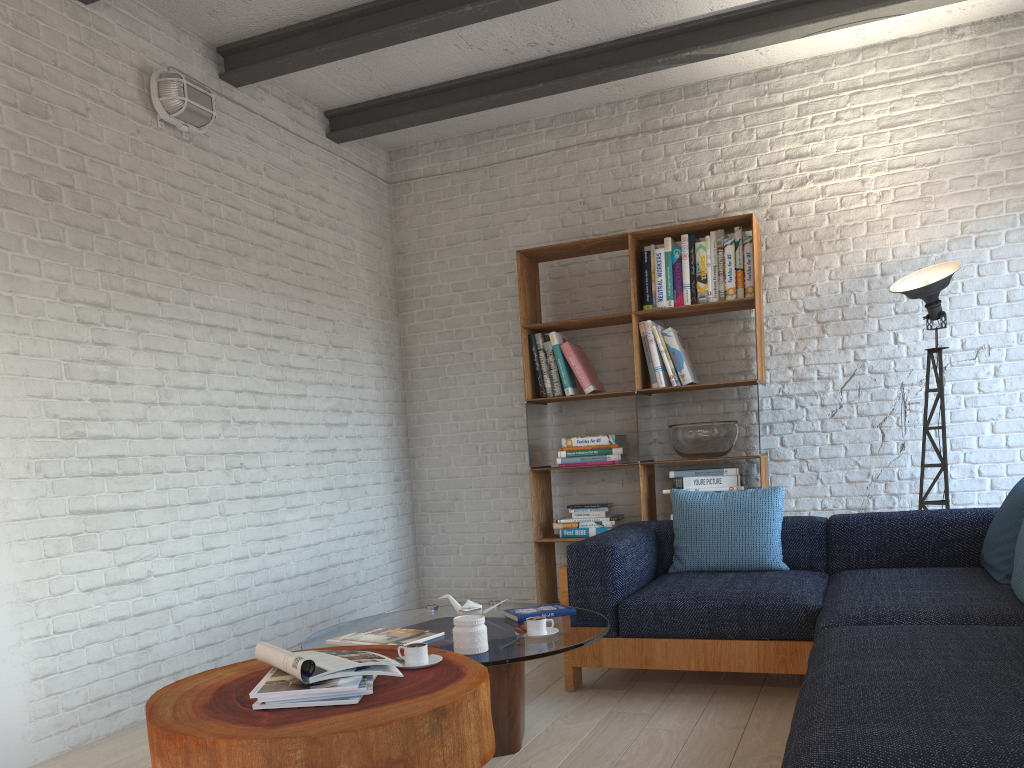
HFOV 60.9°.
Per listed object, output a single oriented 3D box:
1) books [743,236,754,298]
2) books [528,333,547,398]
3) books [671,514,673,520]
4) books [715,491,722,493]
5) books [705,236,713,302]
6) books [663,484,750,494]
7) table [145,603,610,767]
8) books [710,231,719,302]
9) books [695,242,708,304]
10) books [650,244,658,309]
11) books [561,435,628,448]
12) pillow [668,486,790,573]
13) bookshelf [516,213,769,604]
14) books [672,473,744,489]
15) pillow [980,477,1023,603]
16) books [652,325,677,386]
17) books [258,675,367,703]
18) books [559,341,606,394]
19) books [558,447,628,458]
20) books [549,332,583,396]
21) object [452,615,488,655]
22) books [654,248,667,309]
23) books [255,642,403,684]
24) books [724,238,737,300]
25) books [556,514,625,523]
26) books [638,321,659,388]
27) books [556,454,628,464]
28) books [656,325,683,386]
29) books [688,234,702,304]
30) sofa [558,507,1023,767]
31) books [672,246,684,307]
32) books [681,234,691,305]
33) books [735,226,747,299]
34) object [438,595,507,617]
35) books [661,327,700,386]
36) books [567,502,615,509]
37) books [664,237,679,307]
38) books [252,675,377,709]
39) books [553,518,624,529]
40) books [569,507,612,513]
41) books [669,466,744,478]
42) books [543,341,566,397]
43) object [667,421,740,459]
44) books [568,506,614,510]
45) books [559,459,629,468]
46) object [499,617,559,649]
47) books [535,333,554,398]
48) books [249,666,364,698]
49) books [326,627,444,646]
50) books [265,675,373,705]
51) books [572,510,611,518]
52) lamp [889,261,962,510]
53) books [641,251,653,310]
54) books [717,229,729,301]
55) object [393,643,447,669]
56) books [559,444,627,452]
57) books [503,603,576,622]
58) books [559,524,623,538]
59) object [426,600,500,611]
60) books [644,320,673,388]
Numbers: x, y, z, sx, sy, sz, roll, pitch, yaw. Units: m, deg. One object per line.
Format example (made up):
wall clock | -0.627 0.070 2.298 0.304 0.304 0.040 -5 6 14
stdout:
books | 1.305 -0.609 4.740 0.056 0.332 0.252 -1 3 22
books | 0.192 -0.098 5.226 0.091 0.387 0.241 -1 3 22
books | 1.117 0.754 4.968 0.363 0.056 0.281 -6 -5 24
books | 1.085 0.633 4.937 0.327 0.056 0.253 -5 -4 17
books | 1.105 -0.606 4.802 0.021 0.362 0.269 -1 3 22
books | 1.102 0.594 4.938 0.446 0.021 0.270 -6 -5 22
table | -0.358 1.044 2.777 1.081 0.448 1.819 -5 -4 27
books | 1.136 -0.621 4.802 0.036 0.386 0.241 -1 3 22
books | 1.064 -0.589 4.804 0.056 0.332 0.252 -1 3 22
books | 0.828 -0.578 4.924 0.021 0.362 0.269 -1 3 22
books | 0.491 0.338 5.162 0.328 0.056 0.253 -6 -5 24
pillow | 1.006 0.683 4.082 0.557 0.412 0.221 -4 3 21
bookshelf | 0.769 0.288 5.025 1.321 2.219 0.359 -2 6 22
books | 1.114 0.551 4.947 0.381 0.065 0.243 -5 -4 16
pillow | 1.896 0.559 3.174 0.244 0.400 1.100 -2 -3 21
books | 0.890 -0.147 4.944 0.125 0.351 0.269 -2 2 22
books | -0.497 0.751 2.222 0.252 0.011 0.318 -3 -5 -9
books | 0.420 -0.086 5.158 0.195 0.321 0.252 -2 2 22
books | 0.483 0.405 5.155 0.381 0.036 0.243 -5 -5 16
books | 0.324 -0.110 5.168 0.121 0.384 0.241 -2 3 22
object | -0.131 0.781 2.721 0.108 0.109 0.107 -3 1 38
books | 0.859 -0.568 4.895 0.056 0.332 0.252 -1 3 22
books | -0.484 0.732 2.289 0.271 0.109 0.323 -1 -4 -35
books | 1.207 -0.602 4.756 0.056 0.332 0.252 -1 3 22
books | 0.473 0.806 5.218 0.381 0.018 0.243 -5 -5 15
books | 0.809 -0.155 4.990 0.101 0.386 0.241 -2 3 22
books | 0.477 0.443 5.169 0.381 0.036 0.243 -5 -5 17
books | 0.913 -0.148 4.945 0.125 0.351 0.269 -2 2 22
books | 1.025 -0.611 4.833 0.036 0.386 0.241 -1 3 22
sofa | 0.819 0.830 2.418 2.087 0.663 3.928 -5 -5 22
books | 0.952 -0.576 4.877 0.056 0.332 0.252 -1 3 22
books | 0.987 -0.609 4.838 0.036 0.386 0.241 -1 3 22
books | 1.252 -0.633 4.741 0.036 0.386 0.241 -1 3 22
object | -0.150 0.841 3.318 0.193 0.091 0.187 -1 -4 -43
books | 0.953 -0.144 4.914 0.158 0.331 0.252 -2 2 22
books | 0.474 0.727 5.218 0.253 0.017 0.161 -6 -5 22
books | 0.902 -0.600 4.878 0.036 0.386 0.241 -1 3 22
books | -0.487 0.772 2.223 0.252 0.011 0.318 -4 -5 1
books | 0.464 0.835 5.236 0.381 0.036 0.243 -6 -5 22
books | 0.475 0.755 5.243 0.237 0.019 0.170 -5 -5 15
books | 1.105 0.500 4.940 0.381 0.036 0.243 -6 -5 22
books | 0.285 -0.080 5.220 0.103 0.336 0.252 -2 3 22
object | 1.084 0.323 4.941 0.398 0.202 0.404 -2 -3 -26
books | 0.477 0.741 5.233 0.243 0.008 0.155 -6 -5 22
books | 0.490 0.472 5.174 0.357 0.021 0.270 -6 -5 22
object | 0.063 0.806 2.845 0.155 0.057 0.269 -5 -4 14
books | 0.229 -0.102 5.220 0.091 0.387 0.241 -1 3 22
books | -0.502 0.740 2.213 0.252 0.011 0.318 -3 -5 -4
books | -0.436 0.872 2.996 0.320 0.011 0.251 -7 -6 35
books | -0.484 0.762 2.237 0.252 0.011 0.318 -3 -5 -9
books | 0.479 0.781 5.237 0.206 0.034 0.132 -5 -4 22
lamp | 2.164 0.302 4.109 0.506 1.859 0.860 -4 4 -6
books | 0.794 -0.560 4.941 0.056 0.332 0.252 -1 3 22
books | 1.165 -0.625 4.776 0.036 0.386 0.241 -1 3 22
object | -0.265 0.758 2.452 0.147 0.056 0.174 -4 -4 11
books | 0.486 0.378 5.171 0.357 0.021 0.270 -5 -5 20
books | 0.101 0.854 3.259 0.230 0.023 0.163 -2 -5 -20
books | 0.483 0.879 5.225 0.328 0.056 0.253 -6 -5 32
object | -0.197 0.893 3.528 0.302 0.027 0.068 -4 -3 0
books | 0.836 -0.159 4.954 0.104 0.386 0.241 -2 3 22
